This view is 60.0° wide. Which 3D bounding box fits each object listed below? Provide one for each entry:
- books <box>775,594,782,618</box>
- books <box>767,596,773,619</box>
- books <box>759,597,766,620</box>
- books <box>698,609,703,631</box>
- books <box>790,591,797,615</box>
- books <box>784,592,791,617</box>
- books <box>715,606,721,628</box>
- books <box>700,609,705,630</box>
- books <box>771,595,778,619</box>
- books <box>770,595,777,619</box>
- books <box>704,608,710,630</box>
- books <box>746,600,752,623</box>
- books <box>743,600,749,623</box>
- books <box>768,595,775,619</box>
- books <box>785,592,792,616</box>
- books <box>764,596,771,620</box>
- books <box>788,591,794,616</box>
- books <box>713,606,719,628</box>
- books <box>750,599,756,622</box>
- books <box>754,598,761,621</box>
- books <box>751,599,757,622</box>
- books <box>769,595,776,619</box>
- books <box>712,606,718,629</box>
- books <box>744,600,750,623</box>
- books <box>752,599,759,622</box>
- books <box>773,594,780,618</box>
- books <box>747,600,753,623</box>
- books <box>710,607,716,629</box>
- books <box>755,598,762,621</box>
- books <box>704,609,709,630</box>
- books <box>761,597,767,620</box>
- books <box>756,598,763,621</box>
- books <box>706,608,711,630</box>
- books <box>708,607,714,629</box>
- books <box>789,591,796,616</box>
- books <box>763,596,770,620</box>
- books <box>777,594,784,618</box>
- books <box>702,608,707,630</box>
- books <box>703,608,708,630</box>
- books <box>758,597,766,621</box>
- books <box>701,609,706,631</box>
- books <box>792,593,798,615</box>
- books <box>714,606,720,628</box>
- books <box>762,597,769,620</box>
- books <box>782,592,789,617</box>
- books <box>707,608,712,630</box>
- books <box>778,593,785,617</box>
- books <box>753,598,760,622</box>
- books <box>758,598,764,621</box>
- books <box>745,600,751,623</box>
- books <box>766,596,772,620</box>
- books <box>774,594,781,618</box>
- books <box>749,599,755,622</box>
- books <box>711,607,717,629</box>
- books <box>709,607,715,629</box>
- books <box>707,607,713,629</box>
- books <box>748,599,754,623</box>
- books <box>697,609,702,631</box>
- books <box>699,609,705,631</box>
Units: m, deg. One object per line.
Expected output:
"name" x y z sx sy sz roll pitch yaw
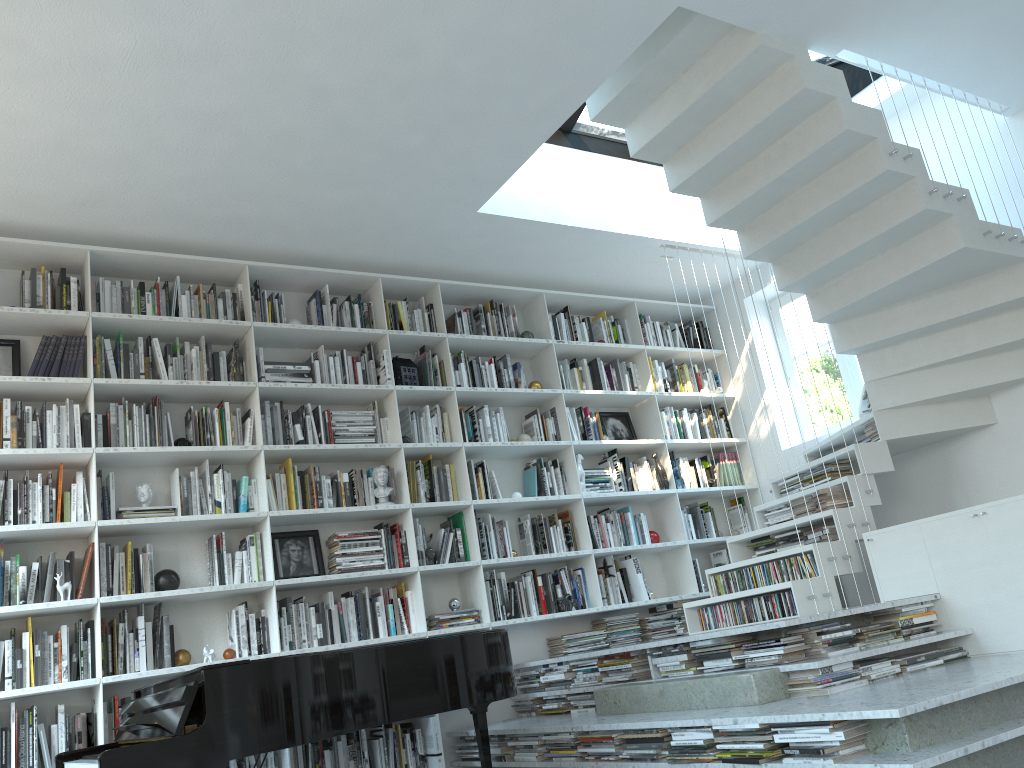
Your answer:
"books" 1.459 1.173 4.716 0.125 0.125 0.008 1 -20 -32
"books" 1.429 1.193 4.762 0.125 0.125 0.007 1 -20 -32
"books" 1.402 1.211 4.805 0.125 0.125 0.011 1 -20 -32
"books" 1.150 1.376 5.196 0.125 0.125 0.008 1 -20 -32
"books" 1.512 1.139 4.634 0.125 0.125 0.011 1 -20 -32
"books" 1.490 1.153 4.668 0.125 0.125 0.014 1 -20 -32
"books" 1.224 1.328 5.082 0.125 0.125 0.007 1 -20 -32
"books" 1.159 1.371 5.184 0.125 0.125 0.010 1 -20 -32
"books" 1.445 1.183 4.738 0.125 0.125 0.008 1 -20 -32
"books" 1.441 1.185 4.744 0.125 0.125 0.008 1 -20 -32
"books" 1.179 1.358 5.152 0.125 0.125 0.008 1 -20 -32
"books" 1.350 1.245 4.886 0.125 0.125 0.008 1 -20 -32
"books" 1.339 1.253 4.904 0.125 0.125 0.008 1 -20 -32
"books" 1.433 1.191 4.757 0.125 0.125 0.007 1 -20 -32
"books" 1.496 1.149 4.659 0.125 0.125 0.010 1 -20 -32
"books" 1.419 1.200 4.778 0.125 0.125 0.012 1 -20 -32
"books" 1.502 1.146 4.650 0.125 0.125 0.013 1 -20 -32
"books" 1.215 1.333 5.095 0.125 0.125 0.008 1 -20 -32
"books" 1.366 1.235 4.861 0.125 0.125 0.009 1 -20 -32
"books" 1.382 1.224 4.836 0.125 0.125 0.008 1 -20 -32
"books" 1.370 1.232 4.855 0.125 0.125 0.010 1 -20 -32
"books" 1.437 1.188 4.751 0.125 0.125 0.007 1 -20 -32
"books" 1.212 1.336 5.101 0.125 0.125 0.008 1 -20 -32
"books" 1.343 1.250 4.897 0.125 0.125 0.008 1 -20 -32
"books" 1.374 1.230 4.849 0.125 0.125 0.010 1 -20 -32
"books" 1.450 1.180 4.731 0.125 0.125 0.010 1 -20 -32
"books" 1.354 1.243 4.880 0.125 0.125 0.008 1 -20 -32
"books" 1.204 1.341 5.113 0.125 0.125 0.008 1 -20 -32
"books" 1.386 1.222 4.830 0.125 0.125 0.008 1 -20 -32
"books" 1.175 1.360 5.158 0.125 0.125 0.008 1 -20 -32
"books" 1.407 1.208 4.798 0.125 0.125 0.008 1 -20 -32
"books" 1.390 1.219 4.824 0.125 0.125 0.007 1 -20 -32
"books" 1.183 1.355 5.145 0.125 0.125 0.010 1 -20 -32
"books" 1.196 1.346 5.126 0.125 0.125 0.009 1 -20 -32
"books" 1.507 1.142 4.642 0.125 0.125 0.009 1 -20 -32
"books" 1.415 1.203 4.785 0.125 0.125 0.010 1 -20 -32
"books" 1.465 1.170 4.707 0.125 0.125 0.012 1 -20 -32
"books" 1.167 1.365 5.170 0.125 0.125 0.007 1 -20 -32
"books" 1.171 1.362 5.164 0.125 0.125 0.007 1 -20 -32
"books" 1.399 1.213 4.810 0.125 0.125 0.011 1 -20 -32
"books" 1.163 1.368 5.176 0.125 0.125 0.009 1 -20 -32
"books" 1.517 1.135 4.626 0.125 0.125 0.009 1 -20 -32
"books" 1.220 1.331 5.088 0.125 0.125 0.008 1 -20 -32
"books" 1.411 1.205 4.791 0.125 0.125 0.008 1 -20 -32
"books" 1.484 1.157 4.677 0.125 0.125 0.010 1 -20 -32
"books" 1.188 1.352 5.138 0.125 0.125 0.007 1 -20 -32
"books" 1.471 1.166 4.698 0.125 0.125 0.011 1 -20 -32
"books" 1.378 1.227 4.842 0.125 0.125 0.008 1 -20 -32
"books" 1.394 1.217 4.818 0.125 0.125 0.008 1 -20 -32
"books" 1.346 1.248 4.891 0.125 0.125 0.008 1 -20 -32
"books" 1.425 1.196 4.769 0.125 0.125 0.008 1 -20 -32
"books" 1.455 1.176 4.722 0.125 0.125 0.010 1 -20 -32
"books" 1.362 1.238 4.868 0.125 0.125 0.008 1 -20 -32
"books" 1.207 1.339 5.108 0.125 0.125 0.008 1 -20 -32
"books" 1.200 1.344 5.119 0.125 0.125 0.007 1 -20 -32
"books" 1.192 1.349 5.132 0.125 0.125 0.009 1 -20 -32
"books" 1.358 1.240 4.874 0.125 0.125 0.007 1 -20 -32
"books" 1.146 1.379 5.203 0.125 0.125 0.007 1 -20 -32
"books" 1.154 1.374 5.191 0.125 0.125 0.008 1 -20 -32
